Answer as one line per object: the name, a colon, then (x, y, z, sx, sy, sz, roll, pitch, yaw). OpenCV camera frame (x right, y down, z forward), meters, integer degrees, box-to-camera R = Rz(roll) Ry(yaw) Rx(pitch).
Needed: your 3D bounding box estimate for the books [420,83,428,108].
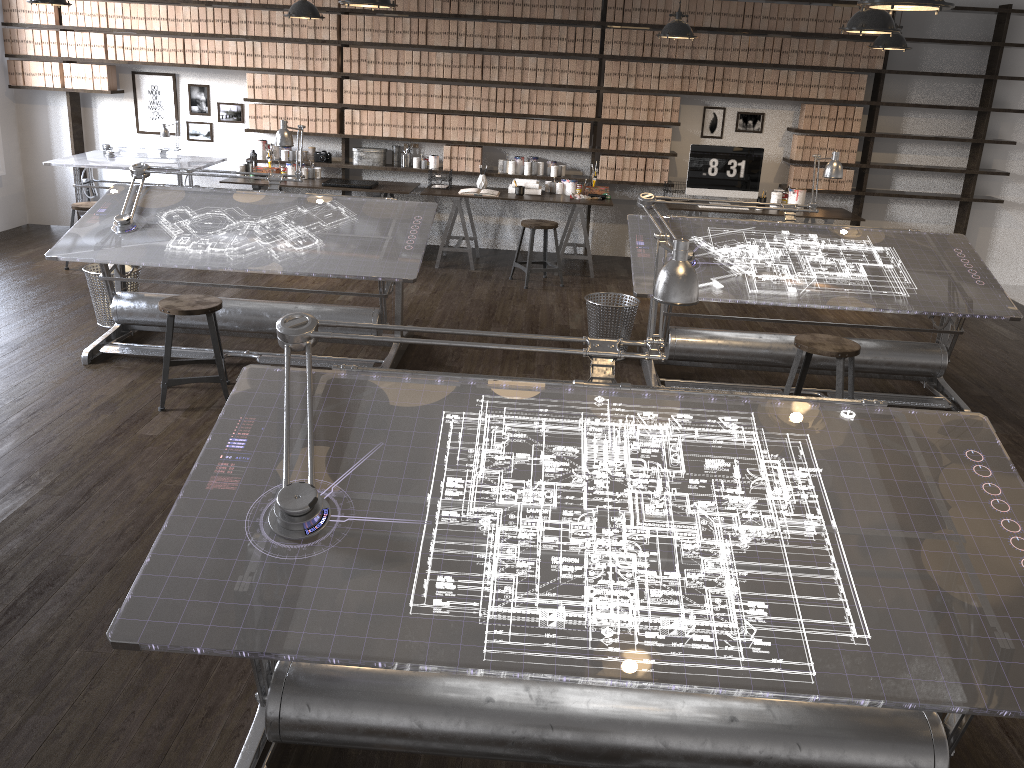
books: (-0.794, -2.632, 8.105, 0.067, 0.222, 0.177, 4, 18, 2)

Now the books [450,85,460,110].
books: (-0.522, -2.616, 8.100, 0.067, 0.222, 0.177, 4, 18, 2)

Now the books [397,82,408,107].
books: (-1.002, -2.647, 8.113, 0.067, 0.222, 0.177, 4, 18, 2)

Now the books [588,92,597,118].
books: (0.729, -2.531, 8.052, 0.067, 0.222, 0.177, 4, 18, 2)

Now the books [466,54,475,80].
books: (-0.370, -2.867, 8.015, 0.067, 0.222, 0.177, 4, 18, 2)

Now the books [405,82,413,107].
books: (-0.931, -2.643, 8.115, 0.067, 0.222, 0.177, 4, 18, 2)

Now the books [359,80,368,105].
books: (-1.350, -2.669, 8.123, 0.067, 0.222, 0.177, 4, 18, 2)

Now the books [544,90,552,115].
books: (0.329, -2.557, 8.066, 0.067, 0.222, 0.177, 4, 18, 2)

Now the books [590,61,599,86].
books: (0.741, -2.793, 7.976, 0.067, 0.222, 0.177, 4, 18, 2)

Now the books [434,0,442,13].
books: (-0.646, -3.405, 7.859, 0.067, 0.222, 0.177, 4, 18, 2)

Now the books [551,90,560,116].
books: (0.395, -2.555, 8.068, 0.067, 0.222, 0.177, 4, 18, 2)

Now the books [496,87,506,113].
books: (-0.099, -2.588, 8.087, 0.067, 0.222, 0.177, 4, 18, 2)

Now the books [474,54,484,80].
books: (-0.296, -2.861, 8.007, 0.067, 0.222, 0.177, 4, 18, 2)

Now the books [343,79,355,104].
books: (-1.495, -2.680, 8.131, 0.067, 0.222, 0.177, 4, 18, 2)

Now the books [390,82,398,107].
books: (-1.073, -2.653, 8.120, 0.067, 0.222, 0.177, 4, 18, 2)

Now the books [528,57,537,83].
books: (0.188, -2.829, 7.993, 0.067, 0.222, 0.177, 4, 18, 2)

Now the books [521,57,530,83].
books: (0.125, -2.834, 7.996, 0.067, 0.222, 0.177, 4, 18, 2)

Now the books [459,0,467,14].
books: (-0.426, -3.392, 7.856, 0.067, 0.222, 0.177, 4, 18, 2)

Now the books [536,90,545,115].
books: (0.262, -2.564, 8.074, 0.067, 0.222, 0.177, 4, 18, 2)

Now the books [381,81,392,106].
books: (-1.148, -2.656, 8.117, 0.067, 0.222, 0.177, 4, 18, 2)

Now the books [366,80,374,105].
books: (-1.287, -2.667, 8.125, 0.067, 0.222, 0.177, 4, 18, 2)

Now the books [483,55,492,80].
books: (-0.221, -2.858, 8.010, 0.067, 0.222, 0.177, 4, 18, 2)

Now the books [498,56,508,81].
books: (-0.079, -2.848, 8.005, 0.067, 0.222, 0.177, 4, 18, 2)

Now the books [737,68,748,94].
books: (2.049, -2.711, 7.927, 0.067, 0.222, 0.177, 4, 18, 2)

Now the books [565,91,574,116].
books: (0.524, -2.545, 8.060, 0.067, 0.222, 0.177, 4, 18, 2)

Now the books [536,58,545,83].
books: (0.260, -2.824, 7.988, 0.067, 0.222, 0.177, 4, 18, 2)

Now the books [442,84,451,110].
books: (-0.592, -2.619, 8.099, 0.067, 0.222, 0.177, 4, 18, 2)

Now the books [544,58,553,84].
books: (0.330, -2.820, 7.990, 0.067, 0.222, 0.177, 4, 18, 2)

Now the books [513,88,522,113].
books: (0.049, -2.578, 8.082, 0.067, 0.222, 0.177, 4, 18, 2)

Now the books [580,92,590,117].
books: (0.664, -2.538, 8.061, 0.067, 0.222, 0.177, 4, 18, 2)

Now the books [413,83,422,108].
books: (-0.861, -2.639, 8.112, 0.067, 0.222, 0.177, 4, 18, 2)

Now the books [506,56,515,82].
books: (-0.009, -2.843, 8.002, 0.067, 0.222, 0.177, 4, 18, 2)

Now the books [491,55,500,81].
books: (-0.150, -2.851, 8.003, 0.067, 0.222, 0.177, 4, 18, 2)

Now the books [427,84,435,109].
books: (-0.727, -2.629, 8.107, 0.067, 0.222, 0.177, 4, 18, 2)

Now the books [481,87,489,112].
books: (-0.238, -2.595, 8.085, 0.067, 0.222, 0.177, 4, 18, 2)

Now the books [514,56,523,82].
books: (0.058, -2.837, 7.994, 0.067, 0.222, 0.177, 4, 18, 2)

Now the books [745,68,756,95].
books: (2.119, -2.708, 7.929, 0.067, 0.222, 0.177, 4, 18, 2)

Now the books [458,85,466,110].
books: (-0.452, -2.612, 8.099, 0.067, 0.222, 0.177, 4, 18, 2)

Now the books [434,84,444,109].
books: (-0.664, -2.625, 8.103, 0.067, 0.222, 0.177, 4, 18, 2)

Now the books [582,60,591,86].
books: (0.671, -2.797, 7.977, 0.067, 0.222, 0.177, 4, 18, 2)

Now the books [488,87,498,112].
books: (-0.175, -2.592, 8.087, 0.067, 0.222, 0.177, 4, 18, 2)

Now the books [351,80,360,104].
books: (-1.422, -2.674, 8.126, 0.067, 0.222, 0.177, 4, 18, 2)

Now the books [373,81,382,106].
books: (-1.222, -2.663, 8.125, 0.067, 0.222, 0.177, 4, 18, 2)

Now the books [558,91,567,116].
books: (0.458, -2.550, 8.065, 0.067, 0.222, 0.177, 4, 18, 2)

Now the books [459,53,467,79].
books: (-0.435, -2.871, 8.015, 0.067, 0.222, 0.177, 4, 18, 2)

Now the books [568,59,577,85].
books: (0.541, -2.804, 7.977, 0.067, 0.222, 0.177, 4, 18, 2)

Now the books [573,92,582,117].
books: (0.594, -2.542, 8.062, 0.067, 0.222, 0.177, 4, 18, 2)

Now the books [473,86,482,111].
books: (-0.311, -2.600, 8.088, 0.067, 0.222, 0.177, 4, 18, 2)

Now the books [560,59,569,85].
books: (0.469, -2.810, 7.983, 0.067, 0.222, 0.177, 4, 18, 2)

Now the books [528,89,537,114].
books: (0.191, -2.569, 8.076, 0.067, 0.222, 0.177, 4, 18, 2)

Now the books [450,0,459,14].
books: (-0.500, -3.395, 7.853, 0.067, 0.222, 0.177, 4, 18, 2)

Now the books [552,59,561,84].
books: (0.400, -2.816, 7.989, 0.067, 0.222, 0.177, 4, 18, 2)

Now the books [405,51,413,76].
books: (-0.924, -2.903, 8.031, 0.067, 0.222, 0.177, 4, 18, 2)

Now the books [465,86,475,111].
books: (-0.383, -2.606, 8.093, 0.067, 0.222, 0.177, 4, 18, 2)

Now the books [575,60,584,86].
books: (0.608, -2.800, 7.975, 0.067, 0.222, 0.177, 4, 18, 2)

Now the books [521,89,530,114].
books: (0.120, -2.572, 8.075, 0.067, 0.222, 0.177, 4, 18, 2)

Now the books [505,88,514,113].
books: (-0.026, -2.581, 8.079, 0.067, 0.222, 0.177, 4, 18, 2)

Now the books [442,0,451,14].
books: (-0.575, -3.402, 7.861, 0.067, 0.222, 0.177, 4, 18, 2)
